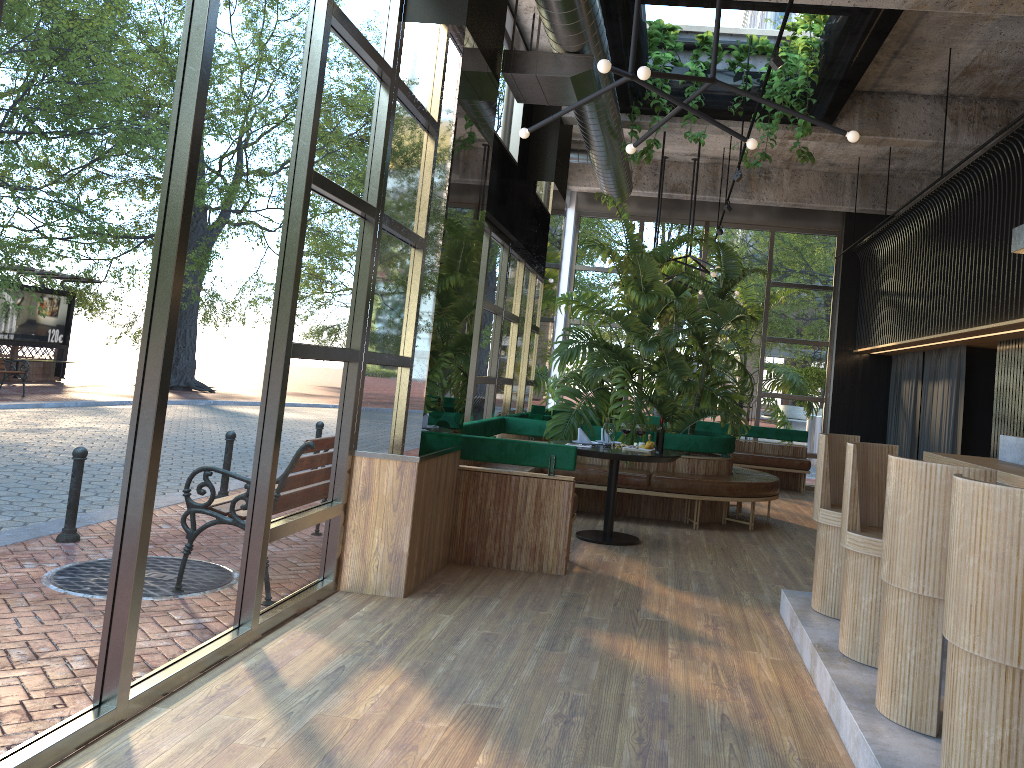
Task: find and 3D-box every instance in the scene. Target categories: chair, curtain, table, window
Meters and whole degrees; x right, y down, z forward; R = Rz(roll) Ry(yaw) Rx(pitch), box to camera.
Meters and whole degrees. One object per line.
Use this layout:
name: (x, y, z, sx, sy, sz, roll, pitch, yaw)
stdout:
chair: (1.818, 0.789, 4.164, 0.561, 0.974, 0.531, 7, -3, -17)
curtain: (4.967, 0.581, 10.848, 0.120, 2.066, 3.297, 5, -1, 10)
chair: (1.703, 0.789, 3.416, 0.526, 0.974, 0.566, 4, -3, 31)
chair: (1.556, 0.787, 2.606, 0.568, 0.974, 0.524, 7, -4, -32)
table: (0.826, 0.907, 7.364, 1.135, 0.754, 1.061, 6, -1, -23)
window: (0.930, -1.912, 3.166, 4.101, 6.514, 20.503, 5, 0, 10)
chair: (1.961, 0.790, 4.968, 0.534, 0.974, 0.558, 5, -3, 18)

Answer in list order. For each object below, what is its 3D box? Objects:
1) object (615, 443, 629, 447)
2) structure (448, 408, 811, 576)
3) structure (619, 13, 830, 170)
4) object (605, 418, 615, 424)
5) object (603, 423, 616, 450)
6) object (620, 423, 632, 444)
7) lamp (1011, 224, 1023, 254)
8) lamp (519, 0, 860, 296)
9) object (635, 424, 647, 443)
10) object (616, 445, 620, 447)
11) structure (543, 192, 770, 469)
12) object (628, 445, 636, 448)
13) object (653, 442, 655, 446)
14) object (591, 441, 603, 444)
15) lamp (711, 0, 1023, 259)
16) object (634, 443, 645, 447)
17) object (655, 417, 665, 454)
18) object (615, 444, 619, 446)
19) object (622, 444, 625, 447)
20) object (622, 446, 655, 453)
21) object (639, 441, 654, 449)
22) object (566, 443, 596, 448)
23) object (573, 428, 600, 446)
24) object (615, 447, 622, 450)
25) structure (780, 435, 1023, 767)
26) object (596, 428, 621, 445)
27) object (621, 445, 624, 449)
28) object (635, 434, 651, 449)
object: (0.944, 0.523, 7.536, 0.096, 0.028, 0.130, 6, 1, 23)
structure: (1.777, 0.663, 2.891, 5.973, 1.553, 20.255, 5, 1, 10)
structure: (2.145, -2.719, 8.444, 2.081, 1.523, 1.467, 5, -2, 37)
object: (0.806, 0.403, 7.344, 0.094, 0.246, 0.091, 6, -4, -9)
object: (0.782, 0.422, 7.175, 0.101, 0.210, 0.110, 3, -4, 42)
object: (0.979, 0.438, 7.673, 0.103, 0.202, 0.101, 6, -3, -3)
lamp: (3.889, -1.751, 2.167, 4.963, 2.139, 6.746, 5, 0, 3)
lamp: (2.296, -2.065, 3.310, 5.038, 1.828, 19.035, 5, 1, 10)
object: (1.099, 0.450, 7.619, 0.103, 0.202, 0.101, 6, -3, -3)
object: (0.892, 0.524, 7.447, 0.032, 0.019, 0.038, 5, 0, 20)
structure: (1.526, -0.356, 9.771, 2.459, 3.451, 2.629, 6, -2, -7)
object: (1.015, 0.520, 7.385, 0.100, 0.013, 0.224, 6, 1, 14)
object: (1.182, 0.523, 7.571, 0.058, 0.072, 0.210, 6, 0, 0)
object: (0.663, 0.499, 7.701, 0.164, 0.019, 0.244, 5, 1, -32)
lamp: (2.079, -2.311, 7.680, 3.759, 1.536, 10.086, 5, 1, 7)
object: (1.108, 0.515, 7.479, 0.193, 0.038, 0.063, 6, 0, 42)
object: (1.211, 0.416, 7.241, 0.066, 0.300, 0.070, 4, -4, 24)
object: (0.896, 0.520, 7.568, 0.024, 0.025, 0.047, 5, -1, 27)
object: (0.937, 0.521, 7.472, 0.032, 0.032, 0.037, 5, -1, 6)
object: (1.070, 0.541, 7.382, 0.233, 0.019, 0.360, 6, 1, 18)
object: (1.119, 0.504, 7.376, 0.098, 0.064, 0.164, 6, 0, -21)
object: (0.563, 0.497, 7.199, 0.253, 0.019, 0.158, 5, 1, 7)
object: (0.625, 0.444, 7.458, 0.236, 0.139, 0.229, 5, -1, -8)
object: (0.877, 0.527, 7.345, 0.061, 0.013, 0.149, 5, 1, 4)
structure: (3.986, 0.794, 1.799, 5.791, 1.736, 7.175, 5, 1, 8)
object: (0.851, 0.460, 7.764, 0.236, 0.139, 0.229, 5, -1, -8)
object: (0.921, 0.522, 7.382, 0.032, 0.031, 0.040, 4, -1, 33)
object: (1.079, 0.472, 7.291, 0.142, 0.124, 0.098, 6, -2, -12)
